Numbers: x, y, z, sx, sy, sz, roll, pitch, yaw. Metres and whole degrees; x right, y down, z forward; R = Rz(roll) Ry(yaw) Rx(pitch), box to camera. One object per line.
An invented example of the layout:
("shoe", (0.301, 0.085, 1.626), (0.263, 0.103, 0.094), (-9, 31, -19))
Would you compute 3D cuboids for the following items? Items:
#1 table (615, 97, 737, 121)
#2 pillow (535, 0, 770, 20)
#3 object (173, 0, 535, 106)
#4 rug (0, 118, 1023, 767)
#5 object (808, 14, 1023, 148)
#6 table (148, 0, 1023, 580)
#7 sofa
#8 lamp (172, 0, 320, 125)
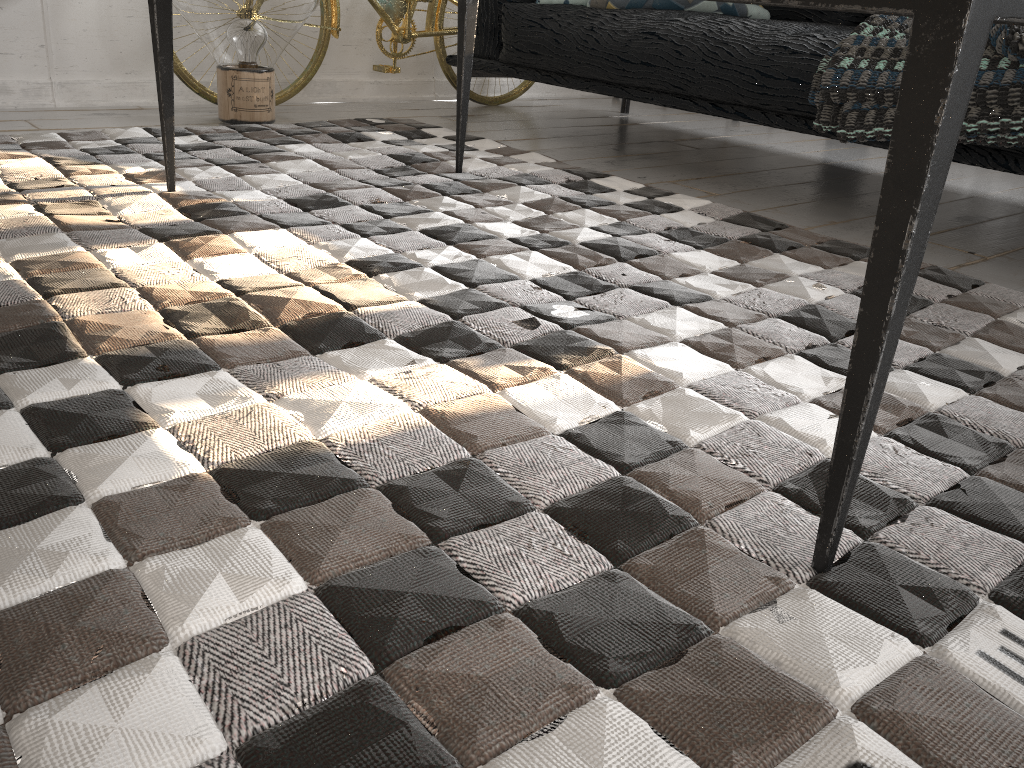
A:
("table", (0.849, -1.551, 3.864), (0.342, 0.664, 0.754), (-13, 29, -38))
("pillow", (0.436, -1.341, 2.772), (0.805, 0.354, 0.450), (18, 26, 28))
("object", (-0.412, -1.438, 3.035), (0.431, 0.947, 1.645), (21, 28, 36))
("rug", (-0.204, -0.226, 1.495), (1.784, 0.033, 2.567), (-15, 31, -37))
("object", (1.025, -0.657, 1.839), (0.495, 0.321, 0.676), (-18, 32, -42))
("table", (0.079, -0.395, 1.351), (0.738, 0.499, 1.479), (-14, 30, -37))
("sofa", (0.862, -0.963, 2.435), (0.978, 0.779, 2.377), (-15, 30, -38))
("lamp", (-0.782, -0.987, 2.592), (0.432, 0.427, 0.443), (0, 23, -10))
